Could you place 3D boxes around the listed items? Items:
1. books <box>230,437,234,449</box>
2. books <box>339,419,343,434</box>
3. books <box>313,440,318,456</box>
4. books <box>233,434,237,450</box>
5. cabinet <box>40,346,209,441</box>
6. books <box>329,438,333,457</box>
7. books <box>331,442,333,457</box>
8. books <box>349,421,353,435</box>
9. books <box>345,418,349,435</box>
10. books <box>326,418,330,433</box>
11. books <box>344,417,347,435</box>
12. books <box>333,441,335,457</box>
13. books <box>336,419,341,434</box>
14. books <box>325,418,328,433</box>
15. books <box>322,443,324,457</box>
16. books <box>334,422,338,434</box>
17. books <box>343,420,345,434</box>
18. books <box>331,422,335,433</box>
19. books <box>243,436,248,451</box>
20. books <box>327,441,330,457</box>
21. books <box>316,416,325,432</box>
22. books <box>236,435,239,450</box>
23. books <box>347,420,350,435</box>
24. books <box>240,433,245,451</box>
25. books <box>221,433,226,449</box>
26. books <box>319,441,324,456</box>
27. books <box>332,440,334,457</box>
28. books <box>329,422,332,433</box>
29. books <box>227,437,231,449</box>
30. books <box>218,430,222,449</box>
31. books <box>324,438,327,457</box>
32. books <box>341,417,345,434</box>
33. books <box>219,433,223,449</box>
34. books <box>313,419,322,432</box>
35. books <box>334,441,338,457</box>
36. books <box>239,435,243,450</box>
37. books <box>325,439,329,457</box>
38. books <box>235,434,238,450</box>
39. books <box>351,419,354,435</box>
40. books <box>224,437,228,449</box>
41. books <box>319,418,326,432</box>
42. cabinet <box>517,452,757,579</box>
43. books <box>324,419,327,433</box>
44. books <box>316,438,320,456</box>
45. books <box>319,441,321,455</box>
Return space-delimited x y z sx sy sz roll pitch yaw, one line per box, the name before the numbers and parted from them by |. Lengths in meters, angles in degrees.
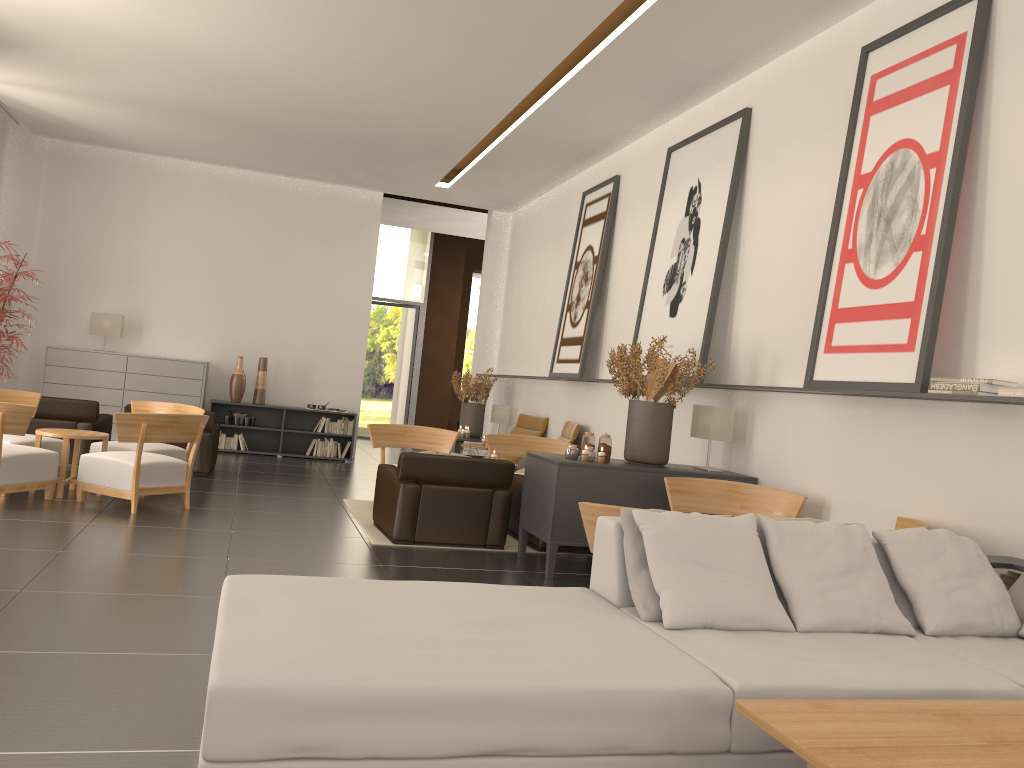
books | -6.006 1.268 19.000 0.054 0.249 0.167 6 -1 -16
books | -3.794 0.943 19.609 0.039 0.319 0.236 6 -1 -16
books | -4.319 1.399 19.475 0.071 0.344 0.265 6 -1 -16
books | -5.945 1.235 19.007 0.054 0.329 0.187 6 -1 -16
cabinet | -8.112 0.305 18.657 3.078 1.877 1.040 6 -1 -16
books | -4.009 1.400 19.576 0.041 0.404 0.245 6 -1 -16
books | -3.982 1.435 19.573 0.014 0.342 0.266 6 -1 -16
books | -3.589 0.972 19.675 0.048 0.305 0.226 6 -1 -16
books | -3.671 0.937 19.659 0.039 0.358 0.210 6 -1 -16
books | -4.060 0.910 19.557 0.054 0.329 0.187 6 -1 -16
books | -3.702 0.920 19.645 0.029 0.386 0.219 6 -1 -16
books | -3.942 1.439 19.584 0.020 0.342 0.268 6 -1 -16
books | -3.840 0.942 19.592 0.054 0.311 0.244 6 -1 -16
books | -4.087 0.909 19.514 0.019 0.325 0.254 6 -1 -16
books | -4.166 1.422 19.520 0.016 0.328 0.265 6 -1 -16
books | -3.907 0.967 19.613 0.054 0.249 0.167 6 -1 -16
books | -3.731 0.958 19.639 0.017 0.302 0.215 6 -1 -16
books | -3.960 0.961 19.597 0.054 0.249 0.167 6 -1 -16
books | -5.721 1.278 19.039 0.142 0.290 0.252 6 -1 -16
books | -4.052 1.431 19.562 0.041 0.335 0.248 6 -1 -16
books | -4.212 0.882 19.487 0.138 0.355 0.236 6 -1 -16
books | -5.883 1.253 18.998 0.017 0.305 0.239 6 -1 -16
books | -3.629 0.964 19.653 0.039 0.313 0.246 6 -1 -16
books | -5.777 1.240 19.031 0.138 0.355 0.236 6 -1 -16
books | -6.151 1.221 18.917 0.054 0.311 0.244 6 -1 -16
books | -4.202 1.419 19.513 0.057 0.328 0.257 6 -1 -16
books | -3.962 1.429 19.578 0.023 0.357 0.266 6 -1 -16
books | -4.013 0.955 19.581 0.054 0.249 0.167 6 -1 -16
books | -6.059 1.263 18.985 0.054 0.249 0.167 6 -1 -16
books | -6.234 1.176 18.899 0.039 0.384 0.232 6 -1 -16
books | -4.126 1.387 19.549 0.031 0.406 0.231 6 -1 -16
books | -3.753 0.915 19.623 0.039 0.384 0.232 6 -1 -16
books | -6.198 1.213 18.908 0.039 0.319 0.236 6 -1 -16
books | -4.270 0.907 19.462 0.142 0.290 0.252 6 -1 -16
books | -3.914 1.440 19.629 0.057 0.346 0.197 6 -1 -16
books | -5.811 1.253 19.013 0.130 0.322 0.252 6 -1 -16
books | -4.094 1.405 19.564 0.041 0.377 0.221 6 -1 -16
books | -5.900 1.241 18.986 0.019 0.325 0.254 6 -1 -16
books | -3.549 0.959 19.672 0.022 0.339 0.253 6 -1 -16
books | -6.112 1.257 18.969 0.054 0.249 0.167 6 -1 -16
books | -4.176 0.902 19.489 0.130 0.322 0.252 6 -1 -16
cabinet | 1.409 1.544 10.212 2.399 1.240 1.120 6 -1 -16
books | -4.109 0.917 19.516 0.017 0.305 0.239 6 -1 -16
books | -4.266 1.387 19.499 0.041 0.377 0.248 6 -1 -16
books | -4.239 1.418 19.505 0.018 0.322 0.252 6 -1 -16
